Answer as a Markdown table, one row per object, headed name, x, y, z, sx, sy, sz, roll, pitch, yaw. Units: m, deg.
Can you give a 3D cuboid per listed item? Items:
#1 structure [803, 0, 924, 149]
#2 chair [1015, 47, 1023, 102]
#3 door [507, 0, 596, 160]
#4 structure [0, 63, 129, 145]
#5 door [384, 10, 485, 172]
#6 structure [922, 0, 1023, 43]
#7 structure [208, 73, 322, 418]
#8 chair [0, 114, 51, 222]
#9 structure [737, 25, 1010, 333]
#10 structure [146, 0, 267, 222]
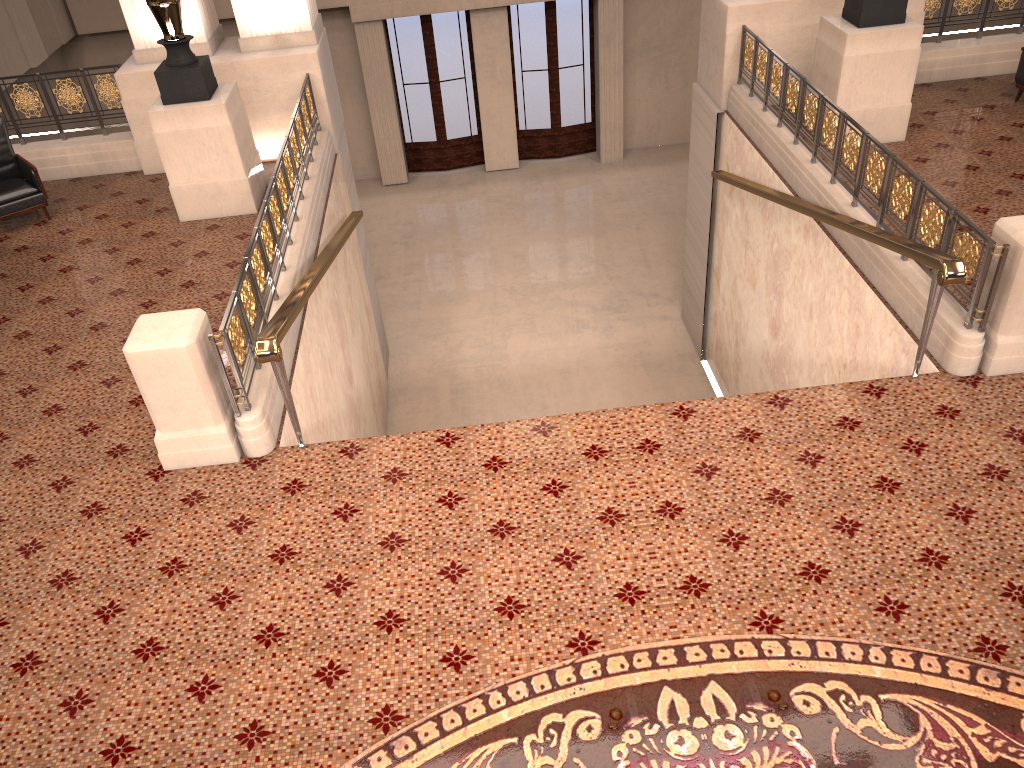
| name | x | y | z | sx | sy | sz | roll | pitch | yaw |
| --- | --- | --- | --- | --- | --- | --- | --- | --- | --- |
| structure | 3.092 | -3.533 | 7.397 | 0.700 | 2.948 | 0.662 | -6 | 38 | -1 |
| chair | 5.144 | -3.013 | 8.132 | 0.646 | 0.892 | 0.679 | -10 | 37 | -5 |
| door | 0.732 | -5.366 | 15.534 | 1.491 | 2.880 | 0.147 | -6 | 38 | -1 |
| structure | -5.090 | -2.744 | 8.884 | 2.534 | 0.692 | 0.030 | -6 | 38 | 0 |
| door | -1.342 | -5.130 | 15.517 | 1.491 | 2.880 | 0.147 | -6 | 38 | -1 |
| structure | 5.285 | -3.925 | 8.973 | 2.534 | 0.692 | 0.030 | -6 | 38 | -1 |
| structure | -1.747 | -1.403 | 6.777 | 0.079 | 0.569 | 4.666 | -6 | 36 | -1 |
| chair | -4.724 | -1.887 | 8.044 | 0.632 | 0.892 | 0.694 | -30 | 43 | -28 |
| structure | 2.458 | -1.882 | 6.813 | 0.079 | 0.569 | 4.667 | -7 | 36 | -2 |
| structure | -2.798 | -2.862 | 7.346 | 0.700 | 2.948 | 0.662 | -6 | 38 | -1 |
